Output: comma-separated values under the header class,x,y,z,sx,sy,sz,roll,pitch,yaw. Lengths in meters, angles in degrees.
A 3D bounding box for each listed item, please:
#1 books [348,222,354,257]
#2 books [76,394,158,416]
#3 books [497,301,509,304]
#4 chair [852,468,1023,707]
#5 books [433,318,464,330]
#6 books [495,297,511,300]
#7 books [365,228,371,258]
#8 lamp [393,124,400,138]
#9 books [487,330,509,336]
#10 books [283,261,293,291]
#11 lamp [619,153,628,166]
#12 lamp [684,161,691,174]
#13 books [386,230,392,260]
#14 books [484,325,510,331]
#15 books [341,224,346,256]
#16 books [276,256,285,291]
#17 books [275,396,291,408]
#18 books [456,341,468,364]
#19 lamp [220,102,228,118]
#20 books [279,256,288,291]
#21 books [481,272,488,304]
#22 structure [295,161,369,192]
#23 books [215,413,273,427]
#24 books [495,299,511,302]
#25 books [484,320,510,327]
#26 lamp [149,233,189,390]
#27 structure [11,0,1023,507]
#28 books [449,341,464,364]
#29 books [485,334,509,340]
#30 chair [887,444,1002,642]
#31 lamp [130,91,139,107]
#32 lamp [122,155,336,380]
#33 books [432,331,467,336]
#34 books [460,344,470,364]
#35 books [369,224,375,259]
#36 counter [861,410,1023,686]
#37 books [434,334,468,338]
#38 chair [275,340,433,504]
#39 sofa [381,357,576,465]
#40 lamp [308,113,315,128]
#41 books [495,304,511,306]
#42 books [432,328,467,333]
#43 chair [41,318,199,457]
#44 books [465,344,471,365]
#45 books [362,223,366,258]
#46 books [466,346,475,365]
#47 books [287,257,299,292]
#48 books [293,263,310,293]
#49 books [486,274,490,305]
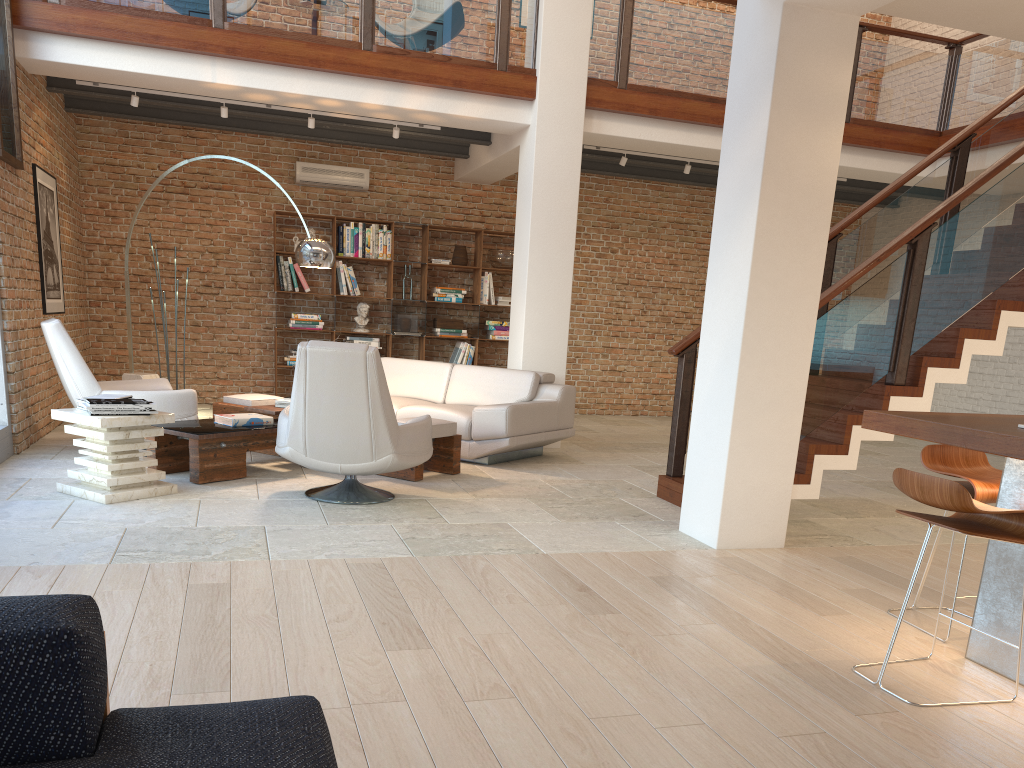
class,x,y,z,sx,sy,sz,roll,pitch,yaw
books,-1.858,-1.657,10.054,0.036,0.396,0.235,-1,12,-18
books,-2.427,0.121,5.322,0.387,0.082,0.554,0,5,-34
books,-0.112,-1.001,10.754,0.132,0.035,0.199,3,5,-8
chair,1.520,0.694,3.061,0.422,0.801,0.389,0,13,-17
books,-0.776,-0.731,10.627,0.335,0.123,0.206,2,7,-18
books,-0.109,-1.054,10.741,0.132,0.035,0.200,1,5,-28
books,-1.687,-1.622,10.105,0.055,0.341,0.246,-1,11,-18
lamp,-1.075,-2.341,8.087,0.061,0.119,0.091,1,11,-11
books,-0.118,-0.635,10.863,0.326,0.057,0.247,2,5,-23
books,-2.569,-1.230,9.983,0.102,0.345,0.246,-1,11,-18
lamp,1.122,-2.250,8.770,0.084,0.133,0.058,13,16,41
lamp,1.810,-2.224,8.990,0.061,0.133,0.083,0,12,-15
books,-1.460,-1.616,10.209,0.055,0.341,0.246,-1,11,-18
books,-0.161,-0.694,10.845,0.326,0.057,0.247,2,5,-18
books,-1.944,-1.648,10.044,0.021,0.371,0.262,-1,12,-18
books,-2.645,-1.256,9.925,0.091,0.397,0.235,-1,12,-18
books,-1.756,0.145,7.169,0.249,0.077,0.391,5,5,15
books,-0.658,-0.335,10.768,0.161,0.385,0.235,-1,12,-18
lamp,-2.516,-2.392,7.623,0.061,0.125,0.083,0,11,-15
books,-2.611,-1.256,9.944,0.091,0.397,0.235,-1,12,-18
books,-0.352,-1.168,10.640,0.036,0.396,0.235,-1,12,-18
structure,-2.047,-2.361,9.932,0.813,0.227,0.193,2,10,-18
books,-1.924,0.256,6.253,0.250,0.058,0.323,8,6,42
books,-0.105,-1.028,10.754,0.171,0.019,0.229,2,4,-15
books,-0.174,-0.750,10.826,0.327,0.057,0.247,3,5,-8
lamp,-3.583,-0.606,9.118,0.195,1.882,0.411,16,18,41
structure,2.062,-1.122,4.469,10.157,4.276,13.437,2,5,-18
books,-0.705,-0.338,10.778,0.163,0.385,0.235,-1,12,-18
books,-0.146,-0.579,10.869,0.327,0.057,0.247,2,5,-15
chair,1.939,0.669,3.739,0.405,0.801,0.407,0,13,-17
lamp,-3.204,-2.413,7.404,0.084,0.133,0.058,13,16,41
lamp,-2.412,-0.677,7.383,2.018,2.432,0.309,7,14,17
books,-0.766,-0.618,10.686,0.379,0.038,0.237,2,5,-22
books,-0.611,-0.325,10.795,0.098,0.366,0.262,-1,11,-18
books,-1.629,-1.650,10.145,0.036,0.396,0.235,-1,12,-18
counter,2.547,0.706,2.695,1.686,0.949,2.421,1,6,-18
books,-0.751,-0.587,10.685,0.356,0.021,0.264,2,5,-19
chair,-1.031,0.239,5.498,1.027,1.051,0.939,3,10,-1
sofa,-0.690,0.200,7.950,2.298,0.782,1.124,7,8,32
lamp,-1.806,-2.361,7.848,0.061,0.133,0.083,0,12,-15
books,-0.111,-0.976,10.777,0.171,0.019,0.229,3,4,-10
books,-0.768,-0.652,10.641,0.380,0.038,0.237,2,5,-19
chair,-3.011,0.031,6.667,0.978,1.032,0.998,-3,11,-33
books,-0.593,-0.323,10.811,0.098,0.366,0.262,-1,11,-18
books,-1.734,-1.653,10.098,0.036,0.396,0.235,-1,12,-18
books,-0.548,-0.312,10.813,0.116,0.345,0.246,-1,11,-18
books,-2.506,-1.249,9.965,0.121,0.394,0.235,-1,12,-18
books,-2.426,-1.217,10.022,0.195,0.329,0.246,0,11,-18
books,-0.329,-1.154,10.661,0.021,0.371,0.262,-1,12,-18
